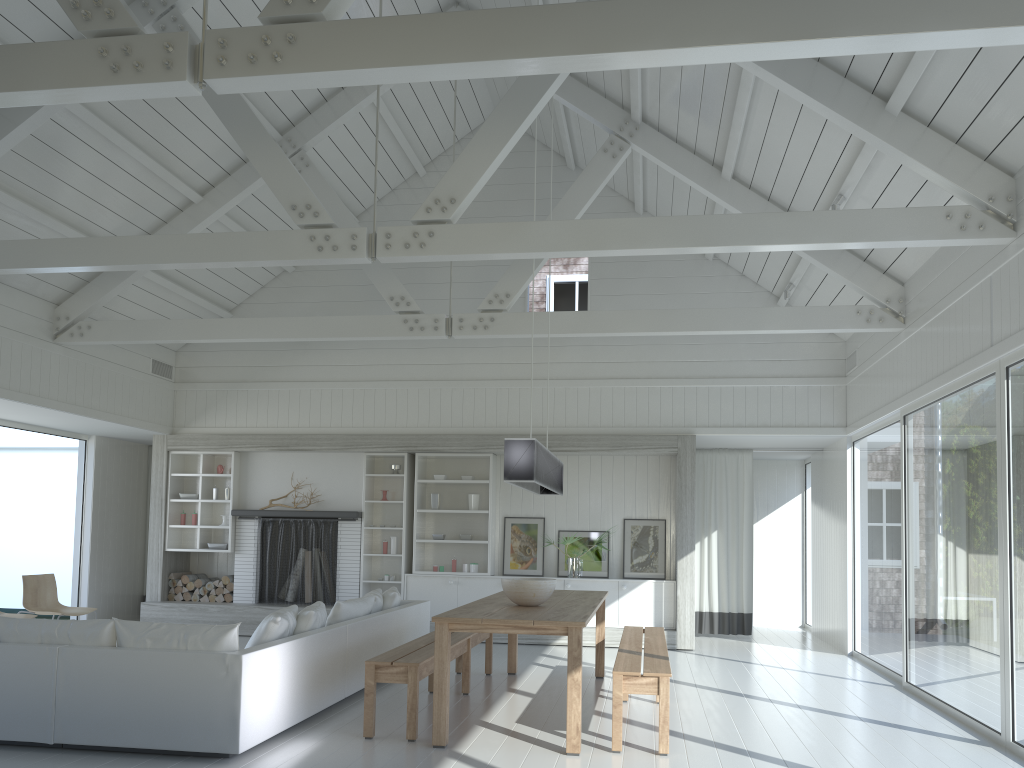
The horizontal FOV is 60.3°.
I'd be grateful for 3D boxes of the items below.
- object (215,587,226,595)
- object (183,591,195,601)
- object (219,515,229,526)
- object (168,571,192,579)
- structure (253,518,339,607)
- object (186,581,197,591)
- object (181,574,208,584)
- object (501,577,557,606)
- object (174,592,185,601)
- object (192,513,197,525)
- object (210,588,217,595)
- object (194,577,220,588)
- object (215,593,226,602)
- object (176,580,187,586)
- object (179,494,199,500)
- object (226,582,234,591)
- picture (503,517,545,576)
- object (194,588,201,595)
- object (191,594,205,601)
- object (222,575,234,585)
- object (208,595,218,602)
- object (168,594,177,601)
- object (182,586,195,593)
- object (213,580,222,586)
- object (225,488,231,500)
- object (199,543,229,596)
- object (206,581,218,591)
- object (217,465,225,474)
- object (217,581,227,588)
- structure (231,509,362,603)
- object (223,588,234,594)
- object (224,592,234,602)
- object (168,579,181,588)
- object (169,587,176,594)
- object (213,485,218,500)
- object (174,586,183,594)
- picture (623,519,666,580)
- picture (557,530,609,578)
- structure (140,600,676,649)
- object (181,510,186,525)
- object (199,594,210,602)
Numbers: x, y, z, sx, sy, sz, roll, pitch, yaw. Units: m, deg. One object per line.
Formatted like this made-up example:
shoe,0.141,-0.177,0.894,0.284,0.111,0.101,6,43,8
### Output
object,-3.572,2.599,11.102,0.109,0.108,0.499,0,-9,7
object,-3.993,2.676,11.163,0.110,0.110,0.499,0,-9,7
object,-3.572,1.701,10.958,0.137,0.129,0.138,2,-7,-4
object,-4.208,2.429,11.199,0.080,0.079,0.483,0,-10,7
structure,-2.629,2.148,10.647,1.097,1.056,0.117,0,-4,8
object,-3.955,2.547,11.165,0.109,0.108,0.499,0,-9,7
object,-4.023,2.470,11.181,0.110,0.110,0.499,0,-9,7
object,0.115,1.456,6.162,0.389,0.184,0.394,1,-9,0
object,-4.093,2.695,11.194,0.134,0.145,0.554,0,-9,9
object,-3.970,1.672,11.024,0.054,0.195,0.055,0,-4,10
object,-3.659,2.602,11.102,0.080,0.079,0.483,0,-10,7
object,-3.852,2.512,11.151,0.109,0.108,0.499,0,-9,7
object,-3.556,2.691,11.110,0.134,0.145,0.554,0,-9,9
object,-4.097,2.511,11.176,0.080,0.079,0.483,0,-10,7
object,-4.032,1.419,11.066,0.242,0.072,0.245,2,-9,-6
object,-3.432,2.538,11.084,0.109,0.108,0.499,0,-9,7
picture,0.142,1.948,10.568,0.494,0.699,0.066,0,-4,9
object,-3.870,2.603,11.135,0.080,0.079,0.483,0,-10,7
object,-3.880,2.677,11.153,0.105,0.114,0.522,0,-9,8
object,-3.493,2.459,11.100,0.110,0.110,0.499,0,-9,7
object,-3.659,2.696,11.118,0.108,0.105,0.520,0,-9,7
object,-4.195,2.700,11.201,0.108,0.105,0.520,0,-9,7
object,-4.018,2.592,11.165,0.080,0.079,0.483,0,-10,7
object,-3.623,2.496,11.104,0.086,0.090,0.484,0,-10,7
object,-3.538,1.351,10.978,0.054,0.195,0.055,0,-4,10
object,-3.712,2.329,11.105,0.341,0.638,0.618,2,-7,-6
object,-3.701,2.537,11.126,0.109,0.108,0.499,0,-9,7
object,-3.637,1.068,11.001,0.059,0.126,0.232,4,-9,-36
object,-3.561,2.506,11.093,0.080,0.079,0.483,0,-10,7
structure,-2.576,2.232,10.996,1.616,1.277,0.867,0,-6,9
object,-3.481,2.588,11.082,0.080,0.079,0.483,0,-10,7
object,-3.456,2.672,11.080,0.110,0.110,0.499,0,-9,7
object,-4.191,2.520,11.204,0.109,0.108,0.499,0,-9,7
object,-4.196,2.606,11.186,0.080,0.079,0.483,0,-10,7
object,-3.702,1.353,11.003,0.054,0.195,0.055,0,-4,10
object,-4.109,2.603,11.185,0.109,0.108,0.499,0,-9,7
picture,1.556,1.937,10.349,0.494,0.699,0.066,0,-4,9
picture,0.847,2.019,10.465,0.609,0.549,0.054,0,-4,9
structure,-1.191,2.937,11.039,6.348,0.344,1.902,0,-10,9
object,-4.120,1.673,11.047,0.054,0.195,0.055,0,-4,10
object,-3.753,2.710,11.140,0.134,0.145,0.554,0,-9,9
